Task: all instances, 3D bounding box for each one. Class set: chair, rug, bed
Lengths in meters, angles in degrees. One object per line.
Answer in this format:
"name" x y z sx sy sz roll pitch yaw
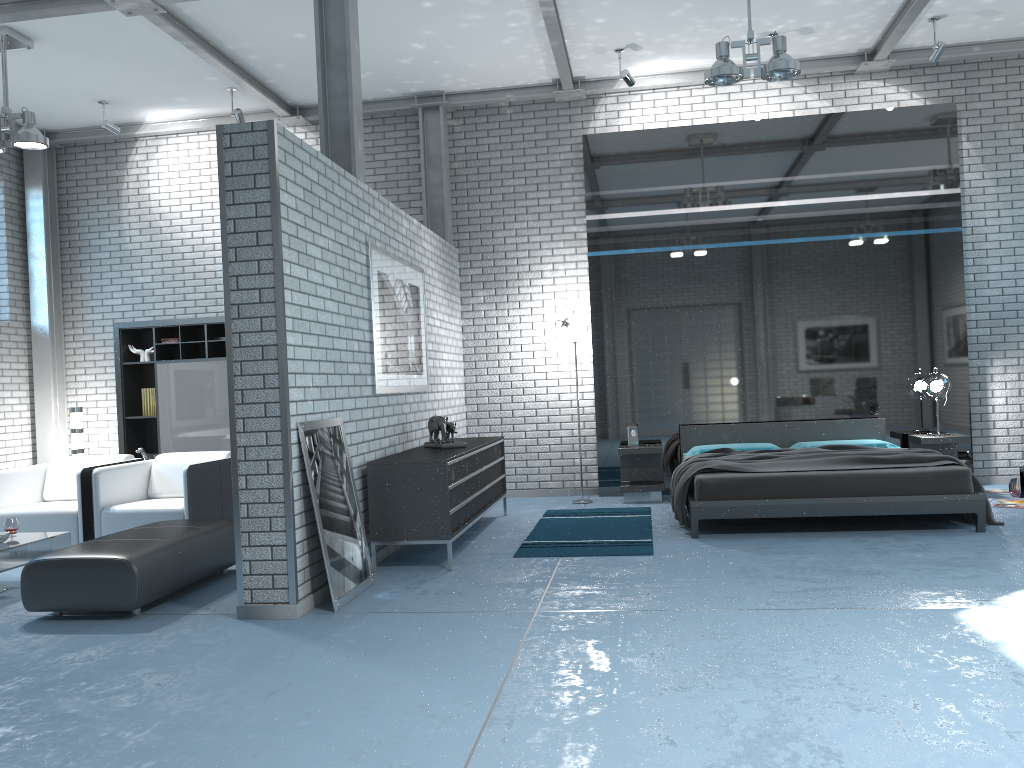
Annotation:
"chair" -2.545 0.869 6.725 0.767 0.661 0.919 -3 0 11
"rug" 0.602 1.097 6.702 0.886 0.012 2.060 -3 0 8
"bed" 2.411 0.690 7.068 2.290 0.674 2.261 -3 0 8
"chair" -3.425 0.910 6.893 0.767 0.661 0.919 -3 0 6

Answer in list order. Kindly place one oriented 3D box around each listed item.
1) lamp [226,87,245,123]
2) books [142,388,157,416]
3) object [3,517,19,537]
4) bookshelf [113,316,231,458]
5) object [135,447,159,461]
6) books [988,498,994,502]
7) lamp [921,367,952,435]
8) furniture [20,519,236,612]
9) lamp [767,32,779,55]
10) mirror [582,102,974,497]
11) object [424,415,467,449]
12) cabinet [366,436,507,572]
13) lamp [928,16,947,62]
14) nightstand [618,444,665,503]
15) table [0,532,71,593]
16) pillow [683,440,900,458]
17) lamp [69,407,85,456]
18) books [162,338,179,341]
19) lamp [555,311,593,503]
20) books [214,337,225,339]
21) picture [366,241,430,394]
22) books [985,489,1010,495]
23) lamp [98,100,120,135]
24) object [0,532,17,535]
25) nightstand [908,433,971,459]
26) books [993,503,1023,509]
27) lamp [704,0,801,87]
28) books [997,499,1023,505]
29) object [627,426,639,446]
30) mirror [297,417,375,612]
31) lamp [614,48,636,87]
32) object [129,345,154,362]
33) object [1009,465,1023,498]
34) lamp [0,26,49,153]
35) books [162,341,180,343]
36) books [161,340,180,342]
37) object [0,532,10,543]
"lamp" -2.588 -2.590 8.307 0.137 0.332 0.167 -3 0 -2
"books" -3.584 0.178 8.907 0.167 0.275 0.195 -3 0 8
"object" -3.196 0.914 5.660 0.089 0.120 0.089 -3 0 -26
"bookshelf" -2.933 0.306 8.841 1.930 1.920 0.419 -3 0 8
"object" -3.634 0.744 8.923 0.285 0.229 0.095 -3 0 -36
"books" 3.792 0.950 7.311 0.300 0.005 0.214 -3 0 42
"lamp" 3.781 0.147 7.882 0.259 0.596 0.250 -3 0 17
"furniture" -2.147 1.023 5.207 0.685 0.301 1.291 -3 0 8
"lamp" 2.254 -2.815 7.592 0.137 0.332 0.167 -3 0 -2
"mirror" 2.443 -0.735 8.330 3.400 3.500 0.050 -3 0 8
"object" -0.505 0.349 6.553 0.221 0.237 0.369 -3 0 -27
"cabinet" -0.470 0.807 6.566 0.510 0.682 2.250 -3 0 8
"lamp" 3.529 -2.870 7.404 0.137 0.343 0.161 -3 0 -22
"nightstand" 1.200 0.823 8.193 0.400 0.501 0.400 -3 0 8
"table" -3.371 1.131 5.382 0.900 0.300 0.900 -3 0 8
"pillow" 2.445 0.575 7.879 1.810 0.115 0.567 -3 0 8
"lamp" -4.226 0.776 8.644 0.140 1.100 0.098 -3 0 -29
"books" -3.390 -0.442 8.860 0.190 0.015 0.135 -3 0 -12
"lamp" 0.610 0.207 8.228 0.250 1.773 0.259 -3 0 -37
"books" -2.829 -0.453 8.787 0.190 0.015 0.135 -3 0 20
"picture" -0.823 -0.441 6.612 0.020 1.015 1.490 -3 0 8
"books" 4.229 0.930 7.654 0.214 0.005 0.318 -3 0 -9
"lamp" -3.857 -2.541 8.483 0.137 0.311 0.166 -3 0 33
"object" -3.084 0.930 5.413 0.128 0.052 0.024 -3 0 2
"nightstand" 3.769 0.703 7.813 0.400 0.501 0.400 -3 0 8
"books" 3.903 0.944 6.866 0.300 0.005 0.214 -3 0 39
"lamp" 1.617 -2.518 6.042 0.639 0.872 0.300 -3 0 8
"books" 4.002 0.937 7.044 0.219 0.011 0.297 -3 0 20
"object" 1.124 0.484 8.227 0.100 0.184 0.032 -3 0 -24
"mirror" -0.954 0.680 4.875 0.165 0.978 0.674 -3 0 8
"lamp" 0.985 -2.767 7.767 0.137 0.311 0.166 -3 0 33
"object" -3.683 -0.309 8.898 0.308 0.180 0.106 -3 0 -1
"object" 4.321 0.796 7.329 0.352 0.271 0.236 -3 0 -28
"lamp" -3.917 -2.260 6.860 0.639 0.872 0.300 -3 0 8
"books" -3.372 -0.412 8.853 0.190 0.015 0.135 -3 0 3
"books" -3.381 -0.427 8.856 0.190 0.015 0.135 -3 0 13
"object" -3.126 0.942 5.414 0.108 0.056 0.108 -3 0 5
